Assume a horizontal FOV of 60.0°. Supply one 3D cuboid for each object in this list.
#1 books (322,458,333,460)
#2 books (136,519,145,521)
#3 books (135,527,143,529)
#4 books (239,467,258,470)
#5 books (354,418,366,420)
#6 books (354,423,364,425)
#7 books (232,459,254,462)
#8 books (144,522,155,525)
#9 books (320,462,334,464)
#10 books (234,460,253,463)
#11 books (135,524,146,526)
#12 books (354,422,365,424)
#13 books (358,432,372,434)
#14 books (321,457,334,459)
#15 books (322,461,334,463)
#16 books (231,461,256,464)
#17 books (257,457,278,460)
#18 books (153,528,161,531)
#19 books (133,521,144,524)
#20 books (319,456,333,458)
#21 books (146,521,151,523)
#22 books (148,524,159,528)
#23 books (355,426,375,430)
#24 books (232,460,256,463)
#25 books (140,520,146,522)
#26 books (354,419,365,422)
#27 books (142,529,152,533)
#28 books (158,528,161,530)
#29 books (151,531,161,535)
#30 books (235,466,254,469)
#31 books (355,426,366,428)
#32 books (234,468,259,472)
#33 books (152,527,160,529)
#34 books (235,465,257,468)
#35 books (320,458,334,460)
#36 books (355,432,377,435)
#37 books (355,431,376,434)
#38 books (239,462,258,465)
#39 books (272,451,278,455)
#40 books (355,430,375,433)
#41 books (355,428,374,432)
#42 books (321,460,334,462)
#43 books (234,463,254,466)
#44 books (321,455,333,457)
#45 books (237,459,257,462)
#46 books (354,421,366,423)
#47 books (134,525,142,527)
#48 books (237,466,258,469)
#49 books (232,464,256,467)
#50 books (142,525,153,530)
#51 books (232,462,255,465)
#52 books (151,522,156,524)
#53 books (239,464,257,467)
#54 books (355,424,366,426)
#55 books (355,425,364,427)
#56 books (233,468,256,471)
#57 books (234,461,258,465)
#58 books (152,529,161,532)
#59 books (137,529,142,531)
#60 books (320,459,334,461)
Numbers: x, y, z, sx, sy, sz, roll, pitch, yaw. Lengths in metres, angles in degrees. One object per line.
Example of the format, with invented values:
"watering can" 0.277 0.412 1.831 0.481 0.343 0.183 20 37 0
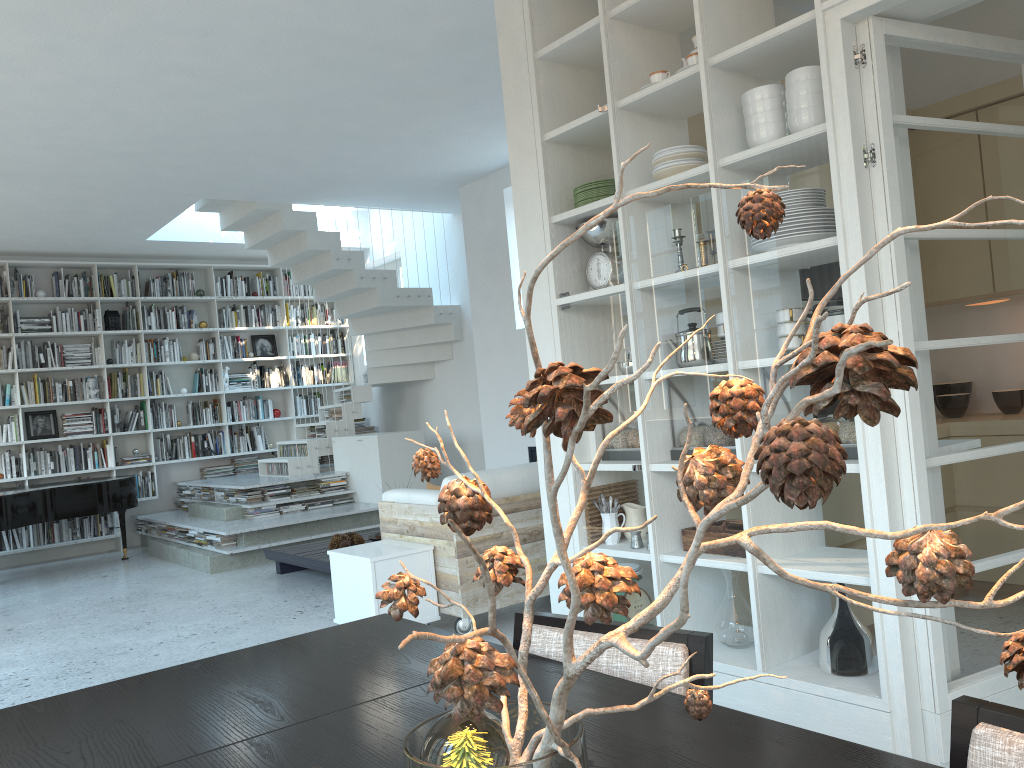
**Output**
"books" -2.271 0.940 11.301 0.327 0.008 0.207 -5 -1 -29
"books" -4.026 1.484 9.778 0.158 0.014 0.234 -5 -1 -39
"books" -4.028 1.575 9.770 0.179 0.012 0.261 -5 -1 -34
"books" -3.192 1.012 10.598 0.285 0.007 0.159 -5 -1 -35
"books" -1.957 0.442 11.017 0.228 0.011 0.159 -5 -1 -38
"books" -1.958 0.506 11.026 0.214 0.011 0.121 -4 -1 -42
"books" -3.198 0.909 10.593 0.254 0.006 0.161 -4 -1 -42
"books" -3.848 1.491 9.543 0.160 0.009 0.291 -5 -1 -35
"books" -2.264 0.993 11.298 0.367 0.007 0.206 -5 -1 -34
"books" -3.198 0.920 10.595 0.254 0.006 0.161 -5 -1 -33
"books" -4.030 1.539 9.770 0.187 0.009 0.211 -5 -1 -38
"books" -1.956 0.494 11.022 0.206 0.014 0.150 -5 -1 -37
"books" -1.818 0.600 10.844 0.250 0.007 0.131 -5 -1 -33
"books" -2.272 0.932 11.302 0.367 0.007 0.206 -5 -1 -35
"books" -2.263 0.978 11.294 0.327 0.008 0.207 -5 -1 -32
"books" -3.203 0.937 10.598 0.285 0.005 0.159 -5 -1 -38
"books" -2.907 0.899 10.822 0.367 0.007 0.206 -5 -1 -35
"books" -3.651 1.516 9.303 0.149 0.007 0.300 -5 -1 -37
"books" -4.039 1.516 9.766 0.191 0.013 0.243 -4 -1 -41
"books" -2.270 0.917 11.296 0.367 0.007 0.206 -5 -1 -33
"books" -3.838 1.474 9.552 0.135 0.014 0.297 -5 -1 -36
"books" -3.672 1.475 9.291 0.180 0.015 0.294 -5 -1 -39
"books" -1.834 0.542 10.859 0.267 0.026 0.161 -5 -1 -32
"books" -3.200 0.926 10.593 0.285 0.005 0.159 -4 -1 -41
"books" -4.013 1.499 9.787 0.133 0.017 0.231 -5 -1 -36
"books" -1.964 0.461 11.028 0.232 0.025 0.123 -4 -1 -40
"books" -3.848 1.569 9.537 0.189 0.030 0.238 -5 -1 -37
"books" -3.653 1.507 9.302 0.147 0.012 0.206 -5 -1 -36
"books" -3.664 1.548 9.291 0.177 0.026 0.230 -5 -1 -34
"books" -3.196 0.992 10.599 0.254 0.007 0.161 -5 -1 -36
"books" -1.950 0.542 11.019 0.232 0.006 0.137 -4 -1 -42
"books" -3.186 1.026 10.592 0.285 0.007 0.159 -5 -1 -32
"books" -3.668 1.492 9.293 0.171 0.020 0.193 -5 -1 -33
"books" -3.191 0.985 10.592 0.285 0.007 0.159 -4 -1 -42
"books" -2.269 0.947 11.299 0.327 0.008 0.207 -5 -1 -34
"books" -1.814 0.609 10.840 0.296 0.013 0.128 -5 -1 -39
"books" -1.821 0.593 10.848 0.295 0.006 0.146 -5 -1 -39
"books" -3.200 0.953 10.596 0.285 0.005 0.159 -5 -1 -39
"books" -2.796 0.837 10.862 0.204 0.035 0.267 -5 -1 -36
"books" -1.833 0.586 10.863 0.278 0.012 0.177 -5 -1 -33
"books" -1.828 0.567 10.854 0.233 0.025 0.157 -4 -1 -41
"books" -2.267 0.971 11.299 0.327 0.008 0.207 -5 -1 -34
"books" -3.202 0.959 10.600 0.254 0.006 0.161 -5 -1 -37
"books" -2.272 0.902 11.299 0.327 0.008 0.207 -5 -1 -34
"books" -3.200 0.915 10.596 0.285 0.005 0.159 -4 -1 -40
"books" -1.955 0.480 11.018 0.235 0.014 0.155 -5 -1 -36
"books" -4.031 1.550 9.769 0.177 0.012 0.278 -4 -1 -41
"books" -3.191 0.998 10.594 0.285 0.007 0.159 -4 -1 -41
"books" -3.198 0.972 10.600 0.285 0.007 0.159 -5 -1 -36
"books" -3.859 1.529 9.532 0.191 0.028 0.213 -5 -1 -33
"books" -3.202 0.948 10.598 0.254 0.006 0.161 -5 -1 -38
"books" -3.666 1.445 9.297 0.159 0.006 0.285 -5 -1 -35
"books" -3.197 0.978 10.599 0.254 0.007 0.161 -5 -1 -36
"books" -1.956 0.516 11.024 0.227 0.009 0.144 -5 -1 -37
"books" -1.957 0.526 11.027 0.182 0.011 0.131 -5 -1 -39
"books" -3.189 1.019 10.594 0.254 0.007 0.161 -4 -1 -41
"books" -3.203 0.942 10.598 0.285 0.005 0.159 -5 -1 -36
"books" -3.661 1.528 9.295 0.172 0.014 0.221 -5 -1 -36
"books" -4.017 1.597 9.776 0.171 0.016 0.241 -5 -1 -37
"books" -2.266 0.954 11.296 0.367 0.007 0.206 -5 -1 -31
